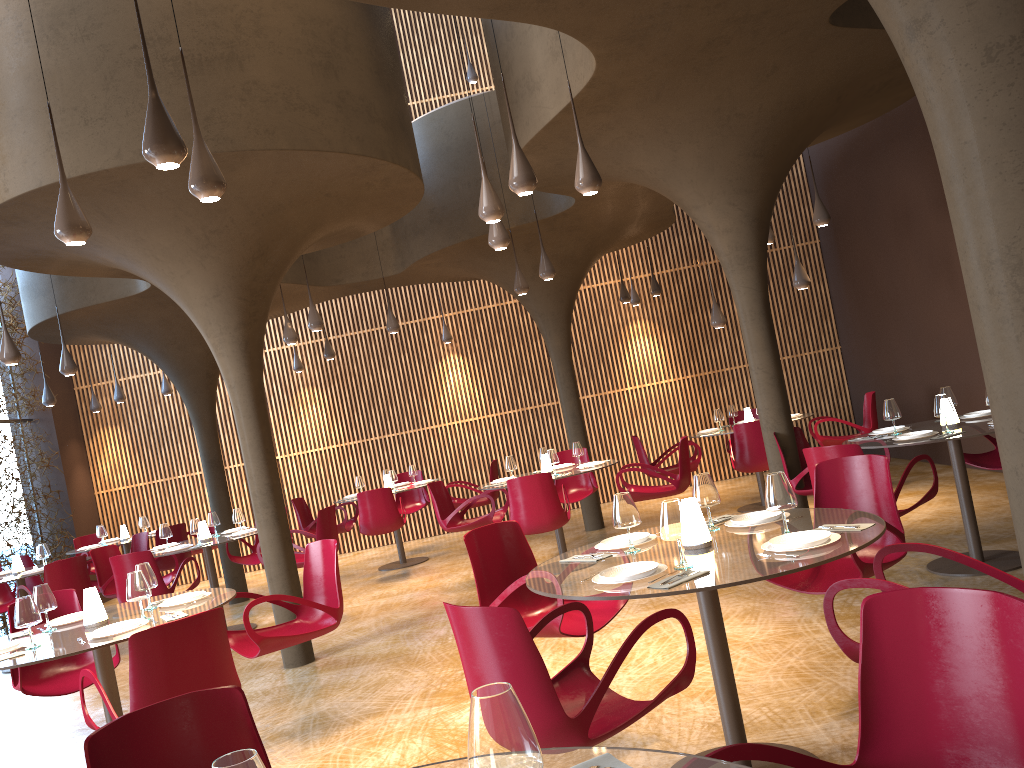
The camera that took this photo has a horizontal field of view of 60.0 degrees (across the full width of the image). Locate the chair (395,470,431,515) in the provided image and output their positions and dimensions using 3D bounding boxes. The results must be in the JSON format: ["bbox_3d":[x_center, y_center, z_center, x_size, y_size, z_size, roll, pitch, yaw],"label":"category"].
[{"bbox_3d":[-1.685,1.767,14.412,0.625,0.636,0.873,-11,-1,1],"label":"chair"}]

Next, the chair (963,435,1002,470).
[{"bbox_3d":[4.370,0.377,7.761,0.870,0.636,0.626,-10,-1,-32],"label":"chair"}]

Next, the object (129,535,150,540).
[{"bbox_3d":[-5.603,2.315,13.332,0.332,0.014,0.331,-12,-2,19],"label":"object"}]

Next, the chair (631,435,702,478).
[{"bbox_3d":[2.137,0.950,12.214,0.873,0.636,0.625,-11,-1,7],"label":"chair"}]

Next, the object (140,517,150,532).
[{"bbox_3d":[-5.614,2.185,13.565,0.141,0.295,0.142,-11,-1,-40],"label":"object"}]

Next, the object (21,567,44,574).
[{"bbox_3d":[-5.772,2.258,10.681,0.262,0.029,0.264,-10,-2,-38],"label":"object"}]

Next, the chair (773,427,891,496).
[{"bbox_3d":[2.871,0.680,8.056,0.623,0.636,0.875,-10,-1,-42],"label":"chair"}]

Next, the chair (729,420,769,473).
[{"bbox_3d":[2.967,0.745,10.809,0.625,0.636,0.872,-11,-1,11],"label":"chair"}]

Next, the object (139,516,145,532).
[{"bbox_3d":[-5.816,2.237,13.992,0.142,0.295,0.141,-11,-1,18],"label":"object"}]

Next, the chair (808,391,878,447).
[{"bbox_3d":[4.387,0.492,11.679,0.873,0.636,0.624,-11,-1,12],"label":"chair"}]

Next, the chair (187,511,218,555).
[{"bbox_3d":[-5.097,2.441,14.527,0.626,0.636,0.870,-12,-1,41],"label":"chair"}]

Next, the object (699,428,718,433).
[{"bbox_3d":[2.697,0.639,12.140,0.263,0.029,0.263,-12,-2,14],"label":"object"}]

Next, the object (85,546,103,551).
[{"bbox_3d":[-6.147,2.421,13.058,0.261,0.017,0.127,-9,-2,-44],"label":"object"}]

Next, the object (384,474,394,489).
[{"bbox_3d":[-1.853,1.467,13.220,0.142,0.232,0.145,-11,-1,-14],"label":"object"}]

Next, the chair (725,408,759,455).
[{"bbox_3d":[3.449,0.717,13.011,0.626,0.636,0.871,-11,-1,16],"label":"chair"}]

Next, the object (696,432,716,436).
[{"bbox_3d":[2.598,0.667,11.856,0.262,0.017,0.126,-12,-2,17],"label":"object"}]

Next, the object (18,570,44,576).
[{"bbox_3d":[-5.770,2.267,10.681,0.332,0.014,0.331,-11,-2,10],"label":"object"}]

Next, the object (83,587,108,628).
[{"bbox_3d":[-2.587,1.376,5.475,0.142,0.232,0.144,-11,-1,-6],"label":"object"}]

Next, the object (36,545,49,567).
[{"bbox_3d":[-5.780,2.137,10.914,0.142,0.295,0.142,-11,-1,17],"label":"object"}]

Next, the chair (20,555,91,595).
[{"bbox_3d":[-6.663,2.696,12.794,0.626,0.636,0.870,-12,-1,36],"label":"chair"}]

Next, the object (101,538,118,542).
[{"bbox_3d":[-6.369,2.477,14.032,0.264,0.029,0.262,-13,-2,45],"label":"object"}]

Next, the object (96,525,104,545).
[{"bbox_3d":[-6.394,2.345,13.800,0.142,0.295,0.142,-11,0,2],"label":"object"}]

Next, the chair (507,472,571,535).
[{"bbox_3d":[0.261,1.229,9.264,0.625,0.636,0.872,-11,-1,6],"label":"chair"}]

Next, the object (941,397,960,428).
[{"bbox_3d":[3.515,0.229,7.144,0.144,0.232,0.143,-11,-1,-42],"label":"object"}]

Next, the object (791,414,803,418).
[{"bbox_3d":[3.702,0.442,11.806,0.331,0.014,0.332,-11,-2,-10],"label":"object"}]

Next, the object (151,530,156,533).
[{"bbox_3d":[-5.563,2.318,14.014,0.263,0.029,0.263,-11,-2,3],"label":"object"}]

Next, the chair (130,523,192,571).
[{"bbox_3d":[-5.054,2.381,12.840,0.875,0.636,0.623,-12,-1,41],"label":"chair"}]

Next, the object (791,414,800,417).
[{"bbox_3d":[3.700,0.432,11.807,0.263,0.029,0.263,-11,-2,-3],"label":"object"}]

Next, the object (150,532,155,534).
[{"bbox_3d":[-5.561,2.328,14.014,0.331,0.014,0.332,-10,-2,-25],"label":"object"}]

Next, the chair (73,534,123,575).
[{"bbox_3d":[-6.697,2.750,14.351,0.623,0.636,0.875,-10,-1,-44],"label":"chair"}]

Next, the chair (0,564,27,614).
[{"bbox_3d":[-6.864,2.702,11.699,0.623,0.636,0.875,-10,-1,-44],"label":"chair"}]

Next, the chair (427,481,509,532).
[{"bbox_3d":[-0.532,1.425,10.593,0.874,0.636,0.624,-11,-1,16],"label":"chair"}]

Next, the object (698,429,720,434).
[{"bbox_3d":[2.699,0.649,12.140,0.332,0.014,0.331,-12,-2,30],"label":"object"}]

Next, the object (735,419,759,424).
[{"bbox_3d":[3.321,0.539,12.530,0.332,0.014,0.331,-12,-2,38],"label":"object"}]

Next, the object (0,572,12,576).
[{"bbox_3d":[-6.533,2.438,11.381,0.331,0.014,0.332,-11,-2,-7],"label":"object"}]

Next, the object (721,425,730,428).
[{"bbox_3d":[3.047,0.603,12.642,0.126,0.017,0.261,-12,-2,18],"label":"object"}]

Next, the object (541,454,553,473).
[{"bbox_3d":[0.397,0.940,10.408,0.142,0.232,0.145,-11,-1,-24],"label":"object"}]

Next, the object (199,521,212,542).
[{"bbox_3d":[-3.635,1.733,10.458,0.142,0.232,0.145,-11,-1,-44],"label":"object"}]

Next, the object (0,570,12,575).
[{"bbox_3d":[-6.535,2.429,11.381,0.264,0.029,0.262,-12,-2,38],"label":"object"}]

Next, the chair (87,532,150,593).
[{"bbox_3d":[-5.263,2.393,11.876,0.626,0.636,0.870,-12,-1,41],"label":"chair"}]

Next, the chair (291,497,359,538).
[{"bbox_3d":[-2.800,1.950,13.229,0.873,0.636,0.625,-11,-1,6],"label":"chair"}]

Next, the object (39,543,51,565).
[{"bbox_3d":[-5.982,2.189,11.341,0.142,0.295,0.141,-12,-1,41],"label":"object"}]

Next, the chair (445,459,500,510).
[{"bbox_3d":[-0.587,1.514,13.148,0.872,0.636,0.625,-11,-1,1],"label":"chair"}]

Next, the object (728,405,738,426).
[{"bbox_3d":[3.095,0.440,12.416,0.141,0.295,0.142,-11,-1,-17],"label":"object"}]

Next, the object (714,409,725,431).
[{"bbox_3d":[2.790,0.485,11.940,0.141,0.295,0.142,-11,-1,-41],"label":"object"}]

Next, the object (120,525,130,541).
[{"bbox_3d":[-5.992,2.294,13.688,0.144,0.232,0.142,-11,-1,-24],"label":"object"}]

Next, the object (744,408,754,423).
[{"bbox_3d":[3.201,0.438,12.009,0.144,0.232,0.142,-11,-1,-4],"label":"object"}]

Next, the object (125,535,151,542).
[{"bbox_3d":[-5.606,2.317,13.329,0.409,0.012,0.205,-10,-2,-43],"label":"object"}]

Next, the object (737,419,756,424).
[{"bbox_3d":[3.319,0.529,12.530,0.263,0.029,0.262,-12,-2,28],"label":"object"}]

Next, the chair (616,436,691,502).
[{"bbox_3d":[1.633,0.986,10.123,0.873,0.636,0.624,-11,-1,11],"label":"chair"}]

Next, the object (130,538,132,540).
[{"bbox_3d":[-5.605,2.306,13.332,0.263,0.029,0.263,-11,-2,-6],"label":"object"}]

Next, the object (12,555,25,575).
[{"bbox_3d":[-6.158,2.246,11.036,0.142,0.232,0.145,-11,-1,-34],"label":"object"}]

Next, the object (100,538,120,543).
[{"bbox_3d":[-6.367,2.486,14.032,0.331,0.014,0.332,-11,-2,-7],"label":"object"}]

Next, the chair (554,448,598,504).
[{"bbox_3d":[0.768,1.199,11.562,0.625,0.636,0.872,-11,-1,11],"label":"chair"}]

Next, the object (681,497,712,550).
[{"bbox_3d":[0.862,0.660,4.218,0.142,0.232,0.145,-11,-1,-39],"label":"object"}]
